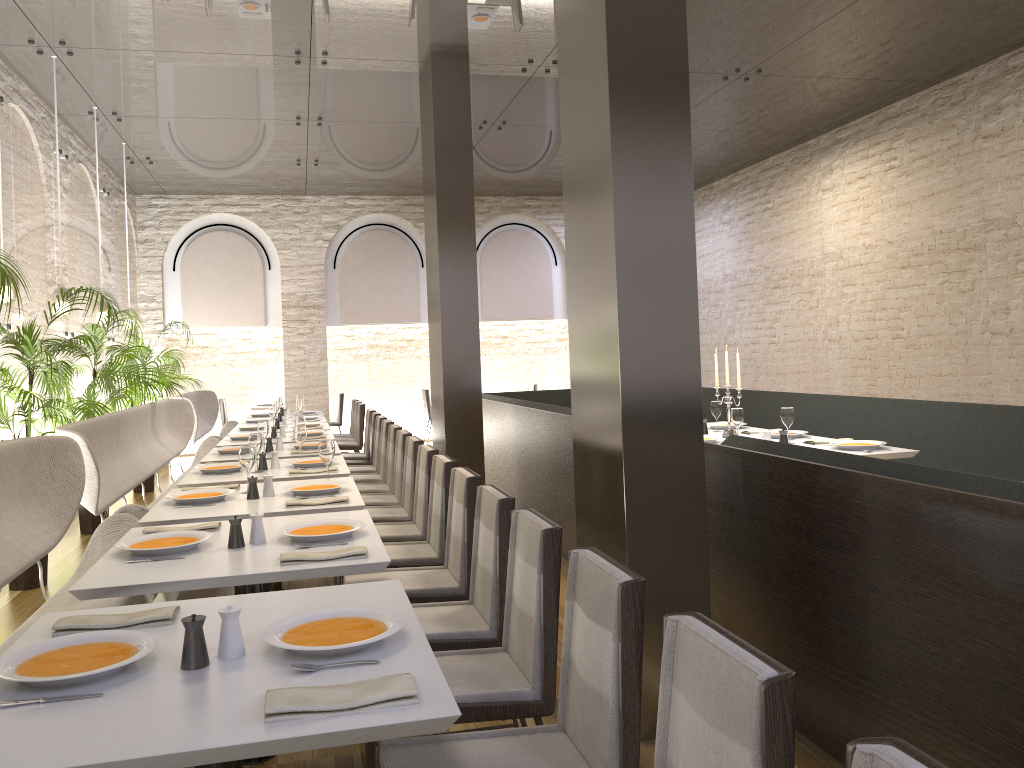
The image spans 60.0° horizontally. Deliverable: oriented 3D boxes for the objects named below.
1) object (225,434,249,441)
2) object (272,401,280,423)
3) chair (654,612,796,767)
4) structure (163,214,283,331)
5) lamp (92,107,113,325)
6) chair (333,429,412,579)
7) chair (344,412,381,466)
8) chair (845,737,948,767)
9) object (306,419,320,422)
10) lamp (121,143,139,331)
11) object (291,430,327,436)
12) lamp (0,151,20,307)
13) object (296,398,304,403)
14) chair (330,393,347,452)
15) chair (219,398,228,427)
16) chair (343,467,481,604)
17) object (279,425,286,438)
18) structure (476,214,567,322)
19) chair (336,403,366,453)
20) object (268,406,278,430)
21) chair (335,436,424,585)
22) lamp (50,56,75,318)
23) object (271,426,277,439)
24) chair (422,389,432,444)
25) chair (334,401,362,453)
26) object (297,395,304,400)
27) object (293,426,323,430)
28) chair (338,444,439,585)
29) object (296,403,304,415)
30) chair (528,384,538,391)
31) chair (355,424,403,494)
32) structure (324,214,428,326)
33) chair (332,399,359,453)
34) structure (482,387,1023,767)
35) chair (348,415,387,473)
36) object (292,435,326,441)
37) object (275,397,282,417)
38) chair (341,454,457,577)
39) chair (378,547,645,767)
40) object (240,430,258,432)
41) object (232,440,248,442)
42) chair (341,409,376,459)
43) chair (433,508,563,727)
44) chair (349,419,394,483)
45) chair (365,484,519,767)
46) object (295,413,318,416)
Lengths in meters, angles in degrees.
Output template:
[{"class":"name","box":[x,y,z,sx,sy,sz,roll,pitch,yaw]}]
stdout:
[{"class":"object","box":[-2.293,0.459,7.607,0.322,0.036,0.321,-4,2,-35]},{"class":"object","box":[-2.564,0.305,9.640,0.086,0.231,0.086,-2,0,17]},{"class":"chair","box":[0.137,0.889,1.413,0.566,0.906,0.411,-2,0,-13]},{"class":"structure","box":[-4.203,-1.630,12.869,1.634,1.675,0.097,-2,0,-13]},{"class":"lamp","box":[-3.858,-1.566,8.273,0.178,2.041,0.177,-2,-1,-34]},{"class":"chair","box":[-0.947,0.784,5.942,0.566,0.906,0.411,-2,0,-13]},{"class":"chair","box":[-1.485,0.732,8.193,0.566,0.906,0.411,-2,0,-13]},{"class":"chair","box":[0.268,0.902,0.863,0.566,0.906,0.411,-2,0,-13]},{"class":"object","box":[-2.205,0.400,9.541,0.273,0.033,0.142,-3,2,-13]},{"class":"lamp","box":[-4.181,-1.597,9.622,0.178,2.041,0.177,-2,-1,-34]},{"class":"object","box":[-1.770,0.435,7.730,0.322,0.036,0.321,-4,2,-35]},{"class":"lamp","box":[-3.202,-1.502,5.532,0.177,2.041,0.177,-2,-1,8]},{"class":"object","box":[-2.422,0.283,10.140,0.086,0.231,0.086,-2,0,17]},{"class":"chair","box":[-2.896,0.603,13.860,0.566,0.906,0.411,-2,0,-13]},{"class":"chair","box":[-4.171,0.662,13.555,0.566,0.906,0.411,-2,0,-13]},{"class":"chair","box":[-0.415,0.836,3.718,0.566,0.906,0.411,-2,0,-13]},{"class":"object","box":[-1.984,0.406,7.659,0.059,0.109,0.059,-2,0,-22]},{"class":"structure","box":[0.054,-1.828,13.890,1.634,1.675,0.097,-2,0,-13]},{"class":"chair","box":[-1.942,0.688,10.105,0.566,0.906,0.411,-2,0,-13]},{"class":"object","box":[-2.309,0.329,8.573,0.086,0.231,0.086,-2,0,17]},{"class":"chair","box":[-0.816,0.797,5.397,0.566,0.906,0.411,-2,0,-13]},{"class":"lamp","box":[-3.529,-1.534,6.896,0.178,2.041,0.177,-2,-1,-28]},{"class":"object","box":[-2.042,0.410,7.598,0.059,0.109,0.059,-2,0,-22]},{"class":"chair","box":[-1.143,0.522,14.281,0.566,0.906,0.411,-2,0,-13]},{"class":"chair","box":[-2.073,0.675,10.650,0.566,0.906,0.411,-2,0,-13]},{"class":"object","box":[-2.684,0.257,11.237,0.086,0.231,0.086,-2,0,17]},{"class":"object","box":[-1.948,0.425,8.468,0.273,0.033,0.142,-3,2,-13]},{"class":"chair","box":[-0.678,0.810,4.819,0.566,0.906,0.411,-2,0,-13]},{"class":"object","box":[-2.167,0.308,9.073,0.086,0.231,0.086,-2,0,17]},{"class":"chair","box":[0.132,0.462,14.587,0.566,0.906,0.411,-2,0,-13]},{"class":"chair","box":[-1.078,0.772,6.491,0.566,0.906,0.411,-2,0,-13]},{"class":"structure","box":[-2.006,-1.732,13.396,1.634,1.675,0.097,-2,0,-13]},{"class":"chair","box":[-2.207,0.662,11.212,0.566,0.906,0.411,-2,0,-13]},{"class":"structure","box":[1.888,0.670,4.612,2.372,1.001,10.746,-3,2,-13]},{"class":"chair","box":[-1.348,0.745,7.619,0.566,0.906,0.411,-2,0,-13]},{"class":"object","box":[-1.688,0.450,7.380,0.273,0.033,0.142,-3,2,-13]},{"class":"object","box":[-2.826,0.279,10.736,0.086,0.231,0.086,-2,0,17]},{"class":"chair","box":[-0.546,0.823,4.269,0.566,0.906,0.411,-2,0,-13]},{"class":"chair","box":[-0.001,0.876,1.991,0.566,0.906,0.411,-2,0,-13]},{"class":"object","box":[-2.515,0.449,8.515,0.185,0.010,0.017,-3,1,-13]},{"class":"object","box":[-2.254,0.474,7.427,0.185,0.010,0.017,-3,1,-13]},{"class":"chair","box":[-1.614,0.720,8.735,0.566,0.906,0.411,-2,0,-13]},{"class":"chair","box":[-0.145,0.862,2.591,0.566,0.906,0.411,-2,0,-13]},{"class":"chair","box":[-1.215,0.758,7.066,0.566,0.906,0.411,-2,0,-13]},{"class":"chair","box":[-0.276,0.849,3.140,0.566,0.906,0.411,-2,0,-13]},{"class":"object","box":[-2.470,0.374,10.650,0.273,0.033,0.142,-3,2,-13]}]
